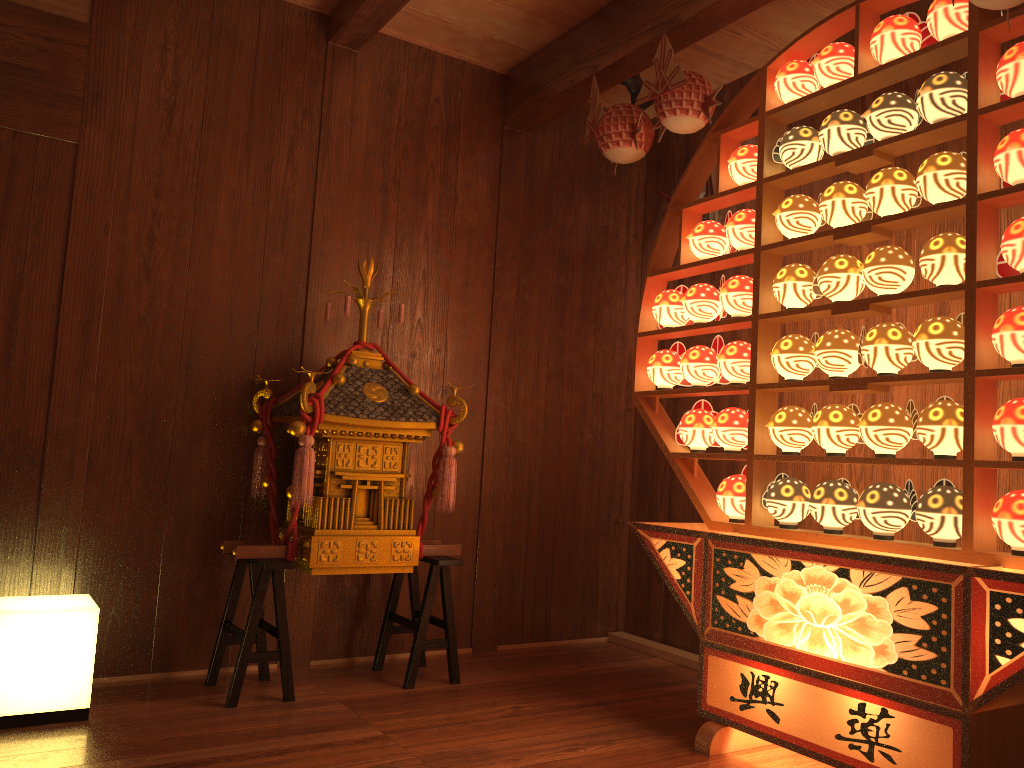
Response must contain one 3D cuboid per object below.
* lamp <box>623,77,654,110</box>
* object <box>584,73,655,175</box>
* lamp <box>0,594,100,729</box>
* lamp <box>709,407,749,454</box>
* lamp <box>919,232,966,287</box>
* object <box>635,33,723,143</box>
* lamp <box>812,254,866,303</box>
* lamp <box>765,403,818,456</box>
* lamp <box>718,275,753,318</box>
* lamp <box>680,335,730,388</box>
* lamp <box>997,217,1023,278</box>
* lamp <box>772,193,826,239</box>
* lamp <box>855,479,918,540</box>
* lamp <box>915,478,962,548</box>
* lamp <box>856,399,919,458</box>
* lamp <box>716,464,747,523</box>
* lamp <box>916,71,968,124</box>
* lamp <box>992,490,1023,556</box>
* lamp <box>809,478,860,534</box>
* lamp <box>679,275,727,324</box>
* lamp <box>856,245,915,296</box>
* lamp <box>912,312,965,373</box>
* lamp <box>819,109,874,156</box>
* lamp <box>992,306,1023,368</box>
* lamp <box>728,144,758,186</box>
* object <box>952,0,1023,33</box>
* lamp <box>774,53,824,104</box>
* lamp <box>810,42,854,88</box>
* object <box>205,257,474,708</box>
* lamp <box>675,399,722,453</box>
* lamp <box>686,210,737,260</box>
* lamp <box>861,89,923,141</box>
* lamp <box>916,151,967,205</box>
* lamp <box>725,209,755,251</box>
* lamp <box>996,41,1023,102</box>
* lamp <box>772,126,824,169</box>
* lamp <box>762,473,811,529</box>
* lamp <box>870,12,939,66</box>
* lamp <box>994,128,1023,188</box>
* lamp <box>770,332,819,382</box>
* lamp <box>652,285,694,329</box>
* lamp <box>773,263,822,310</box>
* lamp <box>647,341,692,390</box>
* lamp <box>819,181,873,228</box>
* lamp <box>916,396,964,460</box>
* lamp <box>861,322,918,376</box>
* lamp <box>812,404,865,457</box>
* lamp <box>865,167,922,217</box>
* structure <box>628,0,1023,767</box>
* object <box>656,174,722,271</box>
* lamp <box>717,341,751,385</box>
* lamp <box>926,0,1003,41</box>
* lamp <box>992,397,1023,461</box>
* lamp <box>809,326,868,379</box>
[{"bbox_3d":[0.536,-1.185,3.605,0.131,0.176,0.181,-2,-7,43],"label":"lamp"},{"bbox_3d":[0.396,-0.940,3.157,0.240,0.311,0.362,4,-5,-6],"label":"object"},{"bbox_3d":[-1.396,0.800,2.584,0.289,0.315,0.271,6,-6,-32],"label":"lamp"},{"bbox_3d":[0.719,0.131,2.905,0.158,0.200,0.198,4,-5,-7],"label":"lamp"},{"bbox_3d":[1.138,-0.330,2.310,0.135,0.173,0.161,0,-6,28],"label":"lamp"},{"bbox_3d":[0.566,-0.964,2.893,0.222,0.306,0.337,6,-6,-31],"label":"object"},{"bbox_3d":[0.970,-0.308,2.589,0.140,0.161,0.156,3,-5,-2],"label":"lamp"},{"bbox_3d":[0.847,0.136,2.702,0.157,0.167,0.139,3,-5,-2],"label":"lamp"},{"bbox_3d":[0.752,-0.308,2.937,0.160,0.200,0.196,5,-5,-17],"label":"lamp"},{"bbox_3d":[0.646,-0.080,3.068,0.161,0.200,0.195,5,-6,-22],"label":"lamp"},{"bbox_3d":[1.250,-0.347,2.124,0.183,0.187,0.162,-1,-7,38],"label":"lamp"},{"bbox_3d":[0.886,-0.522,2.763,0.157,0.167,0.139,3,-5,-2],"label":"lamp"},{"bbox_3d":[1.004,0.338,2.404,0.157,0.167,0.139,3,-5,-2],"label":"lamp"},{"bbox_3d":[1.101,0.327,2.248,0.136,0.173,0.161,1,-6,23],"label":"lamp"},{"bbox_3d":[1.017,0.120,2.425,0.157,0.167,0.139,3,-5,-2],"label":"lamp"},{"bbox_3d":[0.727,0.349,2.859,0.162,0.198,0.188,8,-7,-42],"label":"lamp"},{"bbox_3d":[1.151,-0.767,2.367,0.160,0.173,0.137,5,-5,-17],"label":"lamp"},{"bbox_3d":[1.202,0.305,2.085,0.160,0.198,0.190,5,-5,-17],"label":"lamp"},{"bbox_3d":[0.920,0.348,2.536,0.134,0.161,0.162,-1,-7,38],"label":"lamp"},{"bbox_3d":[0.658,-0.295,3.095,0.157,0.191,0.180,3,-5,-2],"label":"lamp"},{"bbox_3d":[1.045,-0.317,2.477,0.153,0.167,0.142,1,-6,23],"label":"lamp"},{"bbox_3d":[1.112,-0.110,2.306,0.160,0.173,0.137,5,-5,-17],"label":"lamp"},{"bbox_3d":[0.983,-0.746,2.639,0.162,0.161,0.134,8,-7,-42],"label":"lamp"},{"bbox_3d":[1.224,-0.131,2.124,0.161,0.195,0.184,5,-6,-22],"label":"lamp"},{"bbox_3d":[0.788,-0.747,2.962,0.160,0.200,0.196,5,-5,-17],"label":"lamp"},{"bbox_3d":[1.105,-1.002,2.003,0.233,0.314,0.376,0,-6,35],"label":"object"},{"bbox_3d":[0.901,-0.975,2.817,0.161,0.200,0.195,5,-6,-22],"label":"lamp"},{"bbox_3d":[0.982,-0.972,2.693,0.157,0.179,0.169,3,-5,-1],"label":"lamp"},{"bbox_3d":[-0.568,0.293,3.147,0.834,1.515,0.588,7,-6,-32],"label":"object"},{"bbox_3d":[0.643,0.142,3.043,0.182,0.194,0.160,2,-5,18],"label":"lamp"},{"bbox_3d":[0.682,-0.519,3.099,0.158,0.200,0.198,4,-5,-7],"label":"lamp"},{"bbox_3d":[1.069,-0.756,2.511,0.155,0.167,0.140,3,-5,8],"label":"lamp"},{"bbox_3d":[1.139,-0.548,2.342,0.161,0.173,0.135,6,-6,-27],"label":"lamp"},{"bbox_3d":[0.774,-0.526,2.942,0.160,0.195,0.185,5,-5,-17],"label":"lamp"},{"bbox_3d":[1.268,-0.791,2.178,0.193,0.200,0.162,-2,-7,43],"label":"lamp"},{"bbox_3d":[0.915,-0.741,2.775,0.142,0.167,0.154,5,-5,-17],"label":"lamp"},{"bbox_3d":[0.841,0.353,2.674,0.140,0.167,0.156,3,-5,-2],"label":"lamp"},{"bbox_3d":[1.087,-0.993,2.513,0.162,0.200,0.193,8,-7,-42],"label":"lamp"},{"bbox_3d":[1.251,-0.572,2.163,0.162,0.200,0.194,6,-6,-32],"label":"lamp"},{"bbox_3d":[0.860,-0.084,2.717,0.159,0.167,0.137,4,-5,-12],"label":"lamp"},{"bbox_3d":[0.577,-0.285,3.223,0.183,0.187,0.162,-1,-7,38],"label":"lamp"},{"bbox_3d":[0.873,-0.303,2.731,0.134,0.167,0.162,-1,-7,38],"label":"lamp"},{"bbox_3d":[0.556,-0.070,3.215,0.183,0.195,0.162,-2,-7,43],"label":"lamp"},{"bbox_3d":[0.976,-0.527,2.611,0.134,0.161,0.162,-1,-7,38],"label":"lamp"},{"bbox_3d":[1.112,0.108,2.267,0.136,0.173,0.161,1,-6,23],"label":"lamp"},{"bbox_3d":[1.032,-0.100,2.436,0.134,0.167,0.162,-2,-7,43],"label":"lamp"},{"bbox_3d":[0.932,0.130,2.555,0.162,0.161,0.135,6,-6,-32],"label":"lamp"},{"bbox_3d":[1.060,-0.538,2.475,0.134,0.167,0.162,-1,-7,38],"label":"lamp"},{"bbox_3d":[0.985,-0.025,2.505,0.506,2.196,1.899,7,-6,-31],"label":"structure"},{"bbox_3d":[0.804,-0.683,3.969,0.142,0.454,0.352,7,-6,-31],"label":"object"},{"bbox_3d":[0.740,-0.085,2.915,0.160,0.192,0.179,5,-5,-17],"label":"lamp"},{"bbox_3d":[1.178,-0.995,2.364,0.161,0.188,0.184,6,-6,-27],"label":"lamp"},{"bbox_3d":[1.212,0.088,2.101,0.161,0.194,0.181,5,-6,-22],"label":"lamp"},{"bbox_3d":[0.948,-0.088,2.587,0.152,0.161,0.143,0,-6,33],"label":"lamp"}]
